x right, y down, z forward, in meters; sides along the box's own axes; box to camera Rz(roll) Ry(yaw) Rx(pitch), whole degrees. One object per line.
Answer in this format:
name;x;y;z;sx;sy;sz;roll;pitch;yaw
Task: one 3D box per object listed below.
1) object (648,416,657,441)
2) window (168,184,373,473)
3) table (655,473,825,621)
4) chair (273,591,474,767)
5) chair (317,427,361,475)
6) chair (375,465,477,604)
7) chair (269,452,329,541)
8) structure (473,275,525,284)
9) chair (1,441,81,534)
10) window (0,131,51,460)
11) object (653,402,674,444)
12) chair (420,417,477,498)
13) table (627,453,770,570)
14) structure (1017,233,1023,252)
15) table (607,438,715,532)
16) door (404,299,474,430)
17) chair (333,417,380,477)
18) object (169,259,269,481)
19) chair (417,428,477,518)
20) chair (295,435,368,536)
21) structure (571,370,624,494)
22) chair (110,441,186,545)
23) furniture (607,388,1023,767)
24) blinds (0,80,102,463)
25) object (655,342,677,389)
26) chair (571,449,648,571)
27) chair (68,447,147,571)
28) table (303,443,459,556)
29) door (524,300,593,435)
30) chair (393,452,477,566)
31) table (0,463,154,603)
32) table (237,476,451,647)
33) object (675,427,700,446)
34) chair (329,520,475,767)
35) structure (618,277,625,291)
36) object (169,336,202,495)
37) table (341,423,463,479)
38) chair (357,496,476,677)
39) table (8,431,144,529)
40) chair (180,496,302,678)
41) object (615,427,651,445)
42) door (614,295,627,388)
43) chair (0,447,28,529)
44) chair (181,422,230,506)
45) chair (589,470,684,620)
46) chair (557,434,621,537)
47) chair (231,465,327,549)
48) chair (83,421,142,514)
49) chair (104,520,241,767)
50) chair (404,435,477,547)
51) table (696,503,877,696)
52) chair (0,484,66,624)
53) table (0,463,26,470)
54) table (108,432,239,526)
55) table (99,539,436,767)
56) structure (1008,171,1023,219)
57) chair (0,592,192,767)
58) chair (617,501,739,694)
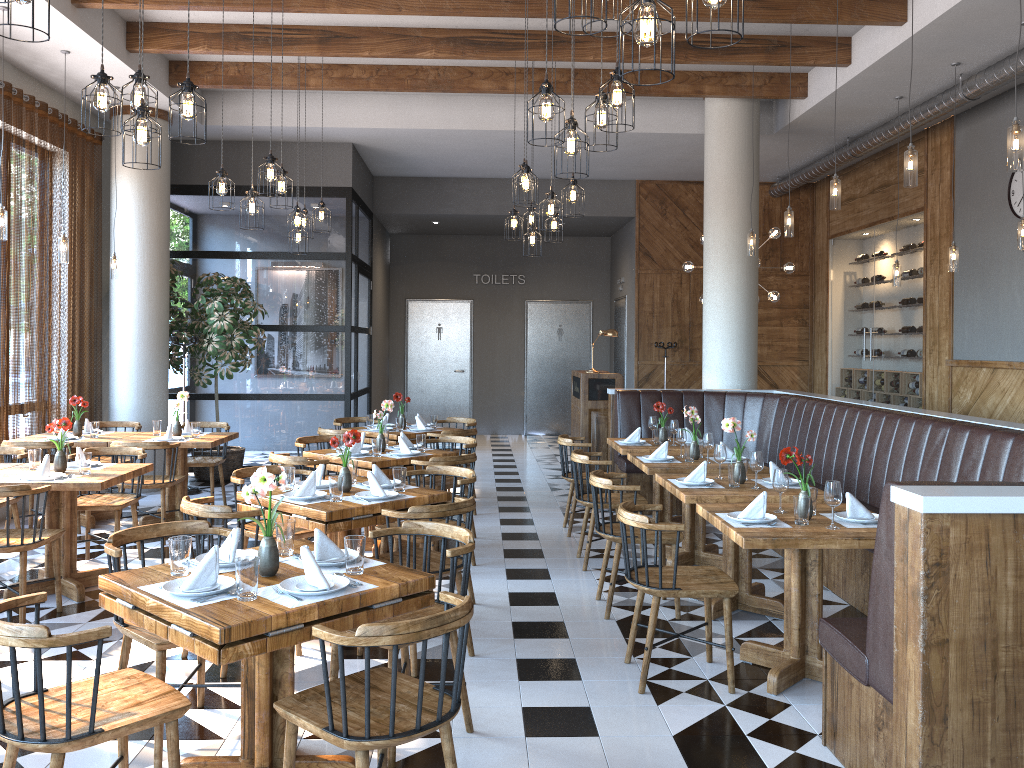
object;1.235;0.392;7.772;0.081;0.215;0.081;0;0;-11
window;-3.343;-0.715;11.981;2.727;3.548;2.187;0;1;-2
table;1.374;0.987;5.406;0.850;0.764;0.851;0;1;-2
chair;-0.408;1.064;2.733;0.550;0.817;0.519;1;1;43
chair;-1.524;0.811;8.246;0.519;0.817;0.550;1;1;43
chair;-0.508;0.944;5.443;0.519;0.817;0.550;1;1;43
chair;-1.454;0.895;6.357;0.519;0.817;0.550;1;1;43
structure;-0.226;-1.849;15.667;0.915;0.166;0.035;0;0;-2
chair;-3.775;0.843;7.111;0.519;0.817;0.550;0;1;-2
window;-3.340;-0.444;1.415;4.492;3.164;15.142;0;3;-25
object;1.295;0.330;7.609;0.156;0.355;0.171;0;1;-9
chair;-0.656;0.775;9.212;0.519;0.817;0.550;1;1;43
table;1.334;0.939;6.495;0.850;0.764;0.851;0;1;-2
structure;4.742;-1.307;8.139;0.021;0.197;0.306;0;2;-2
table;1.293;0.890;7.598;0.850;0.764;0.851;0;1;-2
door;-1.288;-0.303;15.620;1.206;2.393;0.114;0;0;-2
chair;-1.557;0.770;9.157;0.550;0.817;0.519;1;1;43
object;-3.658;-0.179;10.145;1.634;2.592;1.380;0;1;-18
chair;-0.613;0.817;8.280;0.550;0.817;0.519;1;1;43
chair;-1.488;0.855;7.268;0.550;0.817;0.519;1;1;43
structure;1.018;0.511;10.031;0.645;1.300;1.046;0;1;-2
chair;-2.932;0.848;7.143;0.519;0.817;0.550;0;1;-2
furniture;2.067;0.774;5.994;1.917;1.150;6.593;0;2;-2
blinds;-4.296;-0.711;5.826;0.160;3.579;7.271;0;2;-2
object;2.236;0.214;12.925;0.374;1.658;0.374;1;0;20
chair;0.702;0.908;6.478;0.549;0.817;0.520;0;1;-2
chair;-2.900;0.886;6.293;0.519;0.817;0.550;0;1;-2
table;-1.012;0.904;6.837;0.864;0.764;0.864;2;2;43
door;0.825;-0.289;15.699;1.206;2.393;0.114;0;0;-2
chair;-0.543;0.901;6.390;0.550;0.817;0.519;1;1;43
table;-2.869;0.942;5.638;0.850;0.764;0.851;0;1;-2
table;-0.944;0.987;4.979;0.864;0.764;0.864;2;2;43
object;1.558;0.441;7.600;0.272;0.137;0.352;0;2;-2
chair;-0.441;1.024;3.644;0.519;0.817;0.550;1;1;43
structure;1.786;-1.633;14.503;0.025;0.197;0.566;0;2;-2
object;-3.473;0.325;9.373;0.374;1.658;0.374;1;0;20
table;-1.082;0.821;8.715;0.864;0.764;0.864;2;2;43
chair;-0.474;0.984;4.531;0.550;0.817;0.519;1;1;43
table;-3.804;0.840;7.761;0.850;0.764;0.851;0;1;-2
chair;-1.385;0.978;4.498;0.519;0.817;0.550;1;1;43
object;1.033;0.437;7.590;0.272;0.137;0.352;0;2;-2
door;1.757;-0.231;14.549;0.114;2.393;1.207;0;1;-2
chair;-3.743;0.881;6.262;0.519;0.817;0.550;0;1;-2
chair;-2.980;0.790;8.447;0.519;0.817;0.550;0;1;-2
chair;0.742;0.957;5.377;0.549;0.817;0.520;0;1;-2
chair;0.661;0.859;7.579;0.549;0.817;0.520;0;1;-2
chair;-1.419;0.938;5.409;0.550;0.817;0.519;1;1;43
chair;-3.823;0.785;8.416;0.519;0.817;0.550;0;1;-2
chair;-1.352;1.018;3.611;0.550;0.817;0.519;1;1;43
chair;-0.577;0.861;7.301;0.519;0.817;0.550;1;1;43
table;1.415;1.036;4.303;0.850;0.764;0.851;0;1;-2
chair;-2.852;0.944;4.988;0.519;0.817;0.550;0;1;-2
table;-3.724;0.936;5.607;0.850;0.764;0.851;0;1;-2
table;-2.949;0.846;7.793;0.850;0.764;0.851;0;1;-2
table;-0.877;1.067;3.180;0.864;0.764;0.864;2;2;43
structure;4.734;-1.794;8.126;0.046;0.560;0.561;0;1;-2
chair;-1.319;1.058;2.700;0.519;0.817;0.550;1;1;43
chair;0.783;1.006;4.275;0.549;0.817;0.520;0;1;-2
